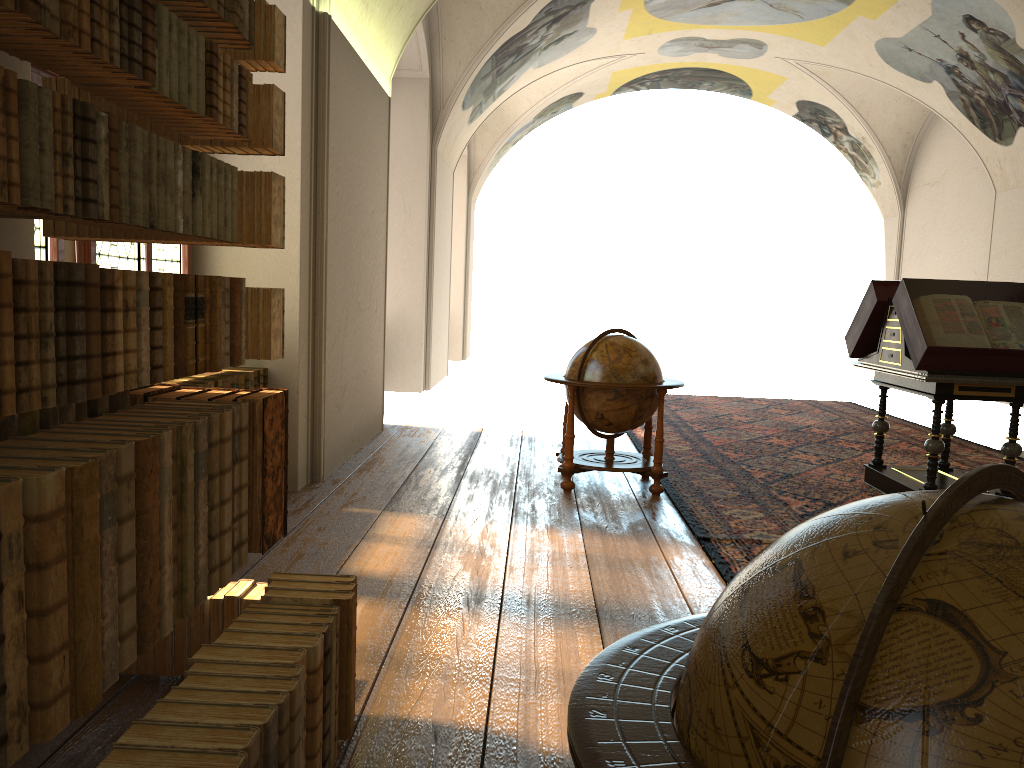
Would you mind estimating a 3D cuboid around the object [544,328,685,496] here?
[{"bbox_3d":[0.922,0.213,8.155,1.277,1.452,1.278,7,8,39],"label":"object"}]

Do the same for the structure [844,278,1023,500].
[{"bbox_3d":[3.871,0.088,7.887,1.245,1.985,1.887,2,6,1],"label":"structure"}]

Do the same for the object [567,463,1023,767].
[{"bbox_3d":[0.722,0.848,1.498,1.278,1.452,1.276,-2,8,-36],"label":"object"}]
